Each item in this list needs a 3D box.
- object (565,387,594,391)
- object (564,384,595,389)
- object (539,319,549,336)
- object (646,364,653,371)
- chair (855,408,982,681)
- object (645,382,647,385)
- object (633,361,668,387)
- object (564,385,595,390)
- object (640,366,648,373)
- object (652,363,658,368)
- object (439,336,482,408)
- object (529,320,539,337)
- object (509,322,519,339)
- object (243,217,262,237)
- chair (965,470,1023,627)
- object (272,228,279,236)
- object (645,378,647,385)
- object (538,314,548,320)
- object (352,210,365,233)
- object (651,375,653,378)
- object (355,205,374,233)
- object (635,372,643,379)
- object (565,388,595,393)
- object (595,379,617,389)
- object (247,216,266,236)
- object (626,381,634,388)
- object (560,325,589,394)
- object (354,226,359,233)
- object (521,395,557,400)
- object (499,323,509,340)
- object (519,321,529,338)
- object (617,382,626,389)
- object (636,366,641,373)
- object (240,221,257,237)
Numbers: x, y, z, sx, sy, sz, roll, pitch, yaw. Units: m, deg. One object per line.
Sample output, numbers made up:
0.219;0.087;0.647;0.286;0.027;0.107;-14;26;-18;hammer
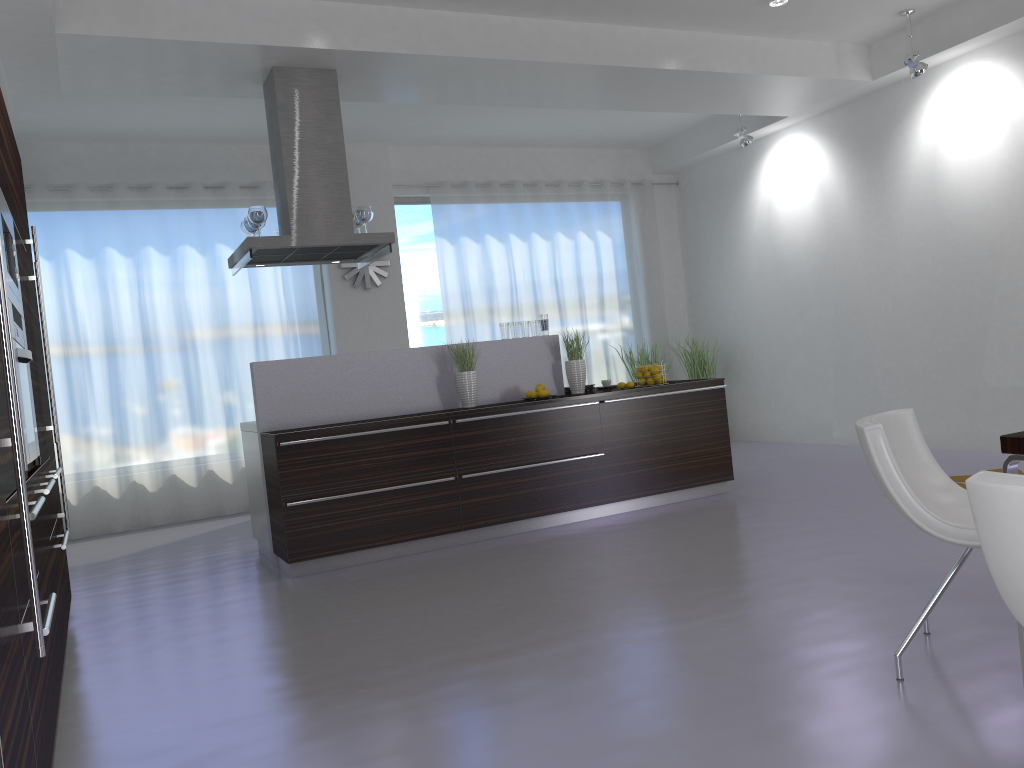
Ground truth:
0.510;0.043;6.835;0.232;0.020;0.232;-6;1;-17;object
0.314;-0.020;6.832;0.646;0.147;0.269;-6;1;0;object
0.239;-0.413;6.520;0.072;0.119;0.071;-6;1;15;object
1.010;-0.118;6.538;0.051;0.053;0.063;-7;1;-24;object
1.467;0.484;2.816;0.620;0.805;0.508;-5;1;35;chair
0.968;-0.014;6.566;0.061;0.053;0.053;-6;1;17;object
1.024;-0.077;6.543;0.207;0.174;0.189;-6;1;30;object
0.509;0.034;6.835;0.232;0.020;0.232;-6;1;-22;object
0.967;-0.110;6.496;0.063;0.051;0.053;-6;1;22;object
1.069;-0.124;6.586;0.050;0.060;0.059;-7;1;-26;object
-0.312;-0.089;6.029;0.269;0.502;0.247;-7;1;-25;object
0.166;-0.404;6.485;0.072;0.119;0.071;-6;1;15;object
0.021;-0.388;6.416;0.072;0.119;0.071;-6;1;15;object
-1.789;-1.046;6.146;0.125;0.221;0.125;-6;1;-1;object
1.224;0.531;1.581;0.620;0.805;0.508;-7;1;-30;chair
-1.670;-1.041;6.478;0.137;0.174;0.137;-6;1;30;object
0.991;-0.018;6.621;0.053;0.053;0.061;-6;1;20;object
0.235;-0.451;6.519;0.072;0.119;0.071;-6;1;15;object
-1.091;-1.123;6.329;0.125;0.221;0.125;-6;1;-1;object
1.038;-0.043;6.610;0.052;0.053;0.062;-6;1;12;object
-1.023;-1.128;6.188;0.125;0.221;0.125;-6;1;-1;object
0.935;-0.063;6.517;0.063;0.051;0.053;-5;1;33;object
0.511;0.053;6.835;0.232;0.020;0.232;-6;1;-17;object
0.742;0.003;6.958;0.153;0.069;0.153;-5;1;38;object
-1.720;-1.050;6.004;0.125;0.221;0.125;-6;1;-1;object
0.857;0.006;6.424;0.063;0.051;0.053;-6;1;-21;object
0.477;-0.180;6.431;0.247;0.502;0.269;-6;1;18;object
-1.154;-1.119;6.462;0.125;0.221;0.125;-6;1;-1;object
0.192;0.097;6.190;0.232;0.020;0.232;-6;1;-17;object
-0.051;-0.379;6.382;0.071;0.119;0.072;-6;1;25;object
0.094;-0.396;6.451;0.072;0.119;0.071;-6;1;15;object
0.799;0.012;6.451;0.063;0.051;0.053;-5;1;33;object
0.943;-0.104;6.543;0.052;0.060;0.057;-7;1;-37;object
-1.851;-1.041;6.279;0.125;0.221;0.125;-6;1;-1;object
